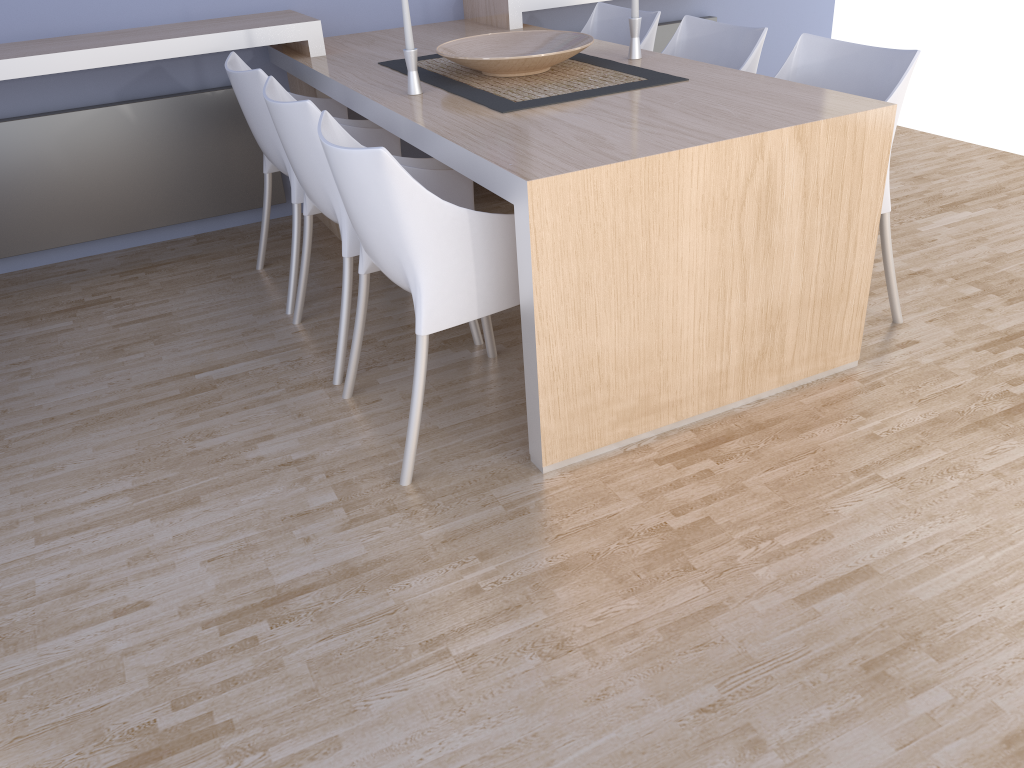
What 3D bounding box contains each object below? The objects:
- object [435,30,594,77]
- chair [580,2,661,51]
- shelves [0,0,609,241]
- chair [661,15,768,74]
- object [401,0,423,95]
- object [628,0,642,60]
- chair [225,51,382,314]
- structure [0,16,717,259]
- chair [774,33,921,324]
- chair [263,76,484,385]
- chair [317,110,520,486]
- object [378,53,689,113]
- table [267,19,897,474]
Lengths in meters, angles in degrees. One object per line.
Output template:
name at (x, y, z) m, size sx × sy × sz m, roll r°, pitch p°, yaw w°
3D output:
object at (0.010, -1.027, 2.780) m, size 0.493 × 0.081 × 0.493 m, roll -7°, pitch 30°, yaw -5°
chair at (0.322, -1.071, 3.561) m, size 0.486 × 0.793 × 0.510 m, roll -17°, pitch 32°, yaw -21°
shelves at (-0.678, -1.095, 3.679) m, size 3.901 × 0.840 × 0.463 m, roll -17°, pitch 32°, yaw -21°
chair at (0.582, -0.824, 3.095) m, size 0.486 × 0.793 × 0.510 m, roll -16°, pitch 32°, yaw -20°
object at (-0.294, -1.002, 2.510) m, size 0.045 × 0.349 × 0.045 m, roll 5°, pitch 31°, yaw 15°
object at (0.386, -1.204, 2.781) m, size 0.045 × 0.349 × 0.045 m, roll -17°, pitch 32°, yaw -21°
chair at (-0.690, -0.751, 3.124) m, size 0.486 × 0.793 × 0.510 m, roll -17°, pitch 32°, yaw -21°
structure at (-0.693, -1.115, 3.888) m, size 3.843 × 0.503 × 0.064 m, roll -17°, pitch 32°, yaw -21°
chair at (0.844, -0.574, 2.623) m, size 0.486 × 0.793 × 0.510 m, roll -17°, pitch 32°, yaw -21°
chair at (-0.436, -0.509, 2.669) m, size 0.486 × 0.793 × 0.510 m, roll -17°, pitch 32°, yaw -21°
chair at (-0.182, -0.268, 2.214) m, size 0.486 × 0.793 × 0.510 m, roll -17°, pitch 32°, yaw -21°
object at (0.017, -0.990, 2.801) m, size 0.594 × 0.005 × 0.986 m, roll -17°, pitch 32°, yaw -21°
table at (-0.016, -0.719, 3.060) m, size 1.002 × 0.718 × 2.340 m, roll -17°, pitch 32°, yaw -21°
